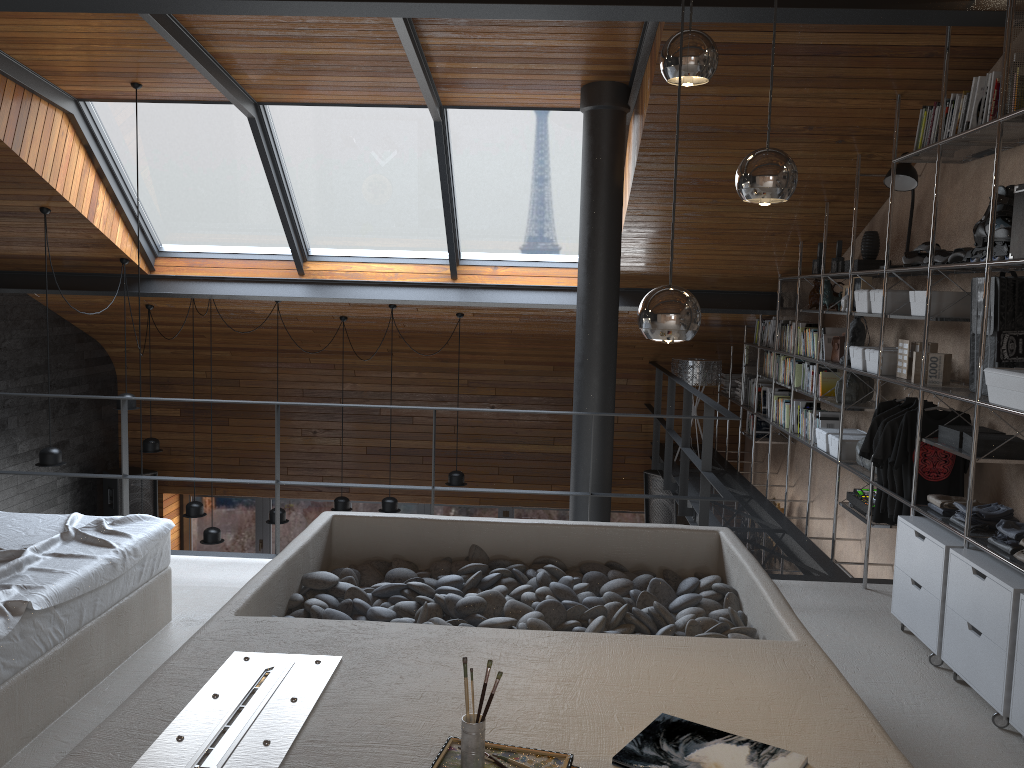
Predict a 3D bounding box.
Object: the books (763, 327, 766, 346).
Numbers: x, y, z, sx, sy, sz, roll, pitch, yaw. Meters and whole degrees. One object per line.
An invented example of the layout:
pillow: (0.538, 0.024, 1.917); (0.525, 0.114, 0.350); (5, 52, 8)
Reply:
books: (2.237, -0.413, 7.661); (0.112, 0.173, 0.054); (2, 6, 2)

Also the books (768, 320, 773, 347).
books: (2.233, -0.424, 7.431); (0.148, 0.229, 0.073); (2, 6, 2)

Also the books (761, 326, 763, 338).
books: (2.248, -0.424, 7.792); (0.119, 0.169, 0.058); (2, 6, 2)

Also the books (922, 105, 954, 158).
books: (2.200, -1.303, 4.578); (0.206, 0.249, 0.074); (2, 6, 2)

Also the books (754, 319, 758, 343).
books: (2.280, -0.478, 8.043); (0.148, 0.229, 0.073); (2, 6, 2)

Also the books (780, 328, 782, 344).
books: (2.237, -0.377, 7.151); (0.148, 0.206, 0.018); (2, 6, 2)

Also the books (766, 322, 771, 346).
books: (2.249, -0.424, 7.568); (0.133, 0.215, 0.070); (2, 6, 3)

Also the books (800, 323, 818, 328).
books: (2.219, -0.335, 6.605); (0.148, 0.232, 0.053); (2, 6, 2)

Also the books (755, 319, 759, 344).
books: (2.295, -0.474, 8.015); (0.169, 0.229, 0.077); (2, 6, 2)

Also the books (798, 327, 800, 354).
books: (2.211, -0.323, 6.616); (0.149, 0.205, 0.049); (2, 6, 2)

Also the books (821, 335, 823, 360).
books: (2.171, -0.246, 6.045); (0.119, 0.166, 0.072); (2, 6, 2)

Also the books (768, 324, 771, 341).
books: (2.248, -0.415, 7.540); (0.123, 0.201, 0.071); (2, 6, 2)

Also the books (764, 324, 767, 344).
books: (2.250, -0.421, 7.643); (0.138, 0.189, 0.065); (2, 6, 2)

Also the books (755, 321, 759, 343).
books: (2.281, -0.466, 7.993); (0.149, 0.202, 0.067); (2, 6, 2)

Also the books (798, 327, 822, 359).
books: (2.176, -0.294, 6.340); (0.139, 0.206, 0.497); (2, 6, 2)

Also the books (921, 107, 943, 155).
books: (2.170, -1.285, 4.505); (0.148, 0.229, 0.073); (2, 6, 2)

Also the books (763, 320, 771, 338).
books: (2.243, -0.440, 7.673); (0.122, 0.227, 0.076); (2, 6, 2)

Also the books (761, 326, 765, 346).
books: (2.234, -0.417, 7.706); (0.111, 0.171, 0.056); (2, 6, 2)

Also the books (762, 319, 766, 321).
books: (2.274, -0.459, 7.867); (0.129, 0.226, 0.069); (2, 6, 2)

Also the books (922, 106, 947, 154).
books: (2.169, -1.281, 4.478); (0.160, 0.228, 0.080); (2, 6, 2)

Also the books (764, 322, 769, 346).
books: (2.251, -0.429, 7.625); (0.137, 0.213, 0.068); (2, 6, 2)

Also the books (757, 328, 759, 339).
books: (2.287, -0.467, 7.949); (0.160, 0.228, 0.080); (2, 6, 2)

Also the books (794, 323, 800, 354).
books: (2.190, -0.340, 6.641); (0.148, 0.232, 0.053); (2, 6, 2)

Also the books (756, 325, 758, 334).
books: (2.275, -0.456, 8.010); (0.131, 0.178, 0.057); (2, 6, 2)

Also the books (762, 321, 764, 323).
books: (2.283, -0.449, 7.816); (0.177, 0.214, 0.064); (2, 6, 3)

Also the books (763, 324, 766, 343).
books: (2.235, -0.424, 7.666); (0.111, 0.194, 0.059); (2, 6, 2)

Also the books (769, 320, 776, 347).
books: (2.231, -0.419, 7.385); (0.148, 0.229, 0.073); (2, 6, 2)

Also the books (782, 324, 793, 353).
books: (2.213, -0.367, 6.997); (0.131, 0.216, 0.509); (2, 6, 2)

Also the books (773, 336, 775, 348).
books: (2.280, -0.419, 7.370); (0.191, 0.249, 0.077); (2, 6, 3)

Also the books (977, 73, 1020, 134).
books: (2.162, -1.234, 3.899); (0.191, 0.249, 0.077); (2, 6, 3)

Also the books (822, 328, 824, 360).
books: (2.190, -0.266, 6.015); (0.161, 0.215, 0.092); (2, 6, 2)

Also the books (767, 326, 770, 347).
books: (2.250, -0.412, 7.558); (0.126, 0.194, 0.064); (2, 6, 2)

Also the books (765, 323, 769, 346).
books: (2.251, -0.423, 7.612); (0.131, 0.202, 0.068); (2, 6, 2)

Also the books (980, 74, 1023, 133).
books: (2.166, -1.230, 3.887); (0.191, 0.244, 0.075); (2, 6, 3)

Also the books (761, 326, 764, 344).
books: (2.240, -0.421, 7.732); (0.112, 0.173, 0.054); (2, 6, 2)

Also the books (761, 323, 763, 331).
books: (2.254, -0.439, 7.800); (0.127, 0.197, 0.063); (2, 6, 2)

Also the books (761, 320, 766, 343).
books: (2.267, -0.444, 7.747); (0.161, 0.220, 0.074); (2, 6, 2)

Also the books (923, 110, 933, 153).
books: (2.150, -1.267, 4.457); (0.130, 0.202, 0.063); (2, 6, 2)

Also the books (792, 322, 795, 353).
books: (2.192, -0.345, 6.689); (0.148, 0.232, 0.053); (2, 6, 2)

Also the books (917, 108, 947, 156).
books: (2.177, -1.289, 4.544); (0.169, 0.229, 0.077); (2, 6, 2)

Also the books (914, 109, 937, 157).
books: (2.162, -1.293, 4.572); (0.148, 0.229, 0.073); (2, 6, 2)

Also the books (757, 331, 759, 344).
books: (2.268, -0.453, 7.928); (0.130, 0.202, 0.063); (2, 6, 2)

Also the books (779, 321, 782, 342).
books: (2.249, -0.397, 7.208); (0.148, 0.234, 0.013); (2, 6, 2)

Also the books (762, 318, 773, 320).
books: (2.271, -0.465, 7.882); (0.143, 0.233, 0.081); (2, 6, 2)

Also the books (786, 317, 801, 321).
books: (2.245, -0.405, 7.119); (0.143, 0.268, 0.020); (2, 6, 2)

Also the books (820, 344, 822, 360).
books: (2.170, -0.262, 6.072); (0.127, 0.192, 0.079); (2, 6, 2)

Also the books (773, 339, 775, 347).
books: (2.243, -0.389, 7.346); (0.131, 0.178, 0.057); (2, 6, 2)

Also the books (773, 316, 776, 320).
books: (2.267, -0.440, 7.508); (0.143, 0.264, 0.088); (2, 6, 2)

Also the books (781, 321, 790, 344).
books: (2.225, -0.386, 7.106); (0.129, 0.231, 0.010); (2, 6, 2)

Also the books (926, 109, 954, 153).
books: (2.161, -1.268, 4.444); (0.146, 0.208, 0.071); (2, 6, 2)
